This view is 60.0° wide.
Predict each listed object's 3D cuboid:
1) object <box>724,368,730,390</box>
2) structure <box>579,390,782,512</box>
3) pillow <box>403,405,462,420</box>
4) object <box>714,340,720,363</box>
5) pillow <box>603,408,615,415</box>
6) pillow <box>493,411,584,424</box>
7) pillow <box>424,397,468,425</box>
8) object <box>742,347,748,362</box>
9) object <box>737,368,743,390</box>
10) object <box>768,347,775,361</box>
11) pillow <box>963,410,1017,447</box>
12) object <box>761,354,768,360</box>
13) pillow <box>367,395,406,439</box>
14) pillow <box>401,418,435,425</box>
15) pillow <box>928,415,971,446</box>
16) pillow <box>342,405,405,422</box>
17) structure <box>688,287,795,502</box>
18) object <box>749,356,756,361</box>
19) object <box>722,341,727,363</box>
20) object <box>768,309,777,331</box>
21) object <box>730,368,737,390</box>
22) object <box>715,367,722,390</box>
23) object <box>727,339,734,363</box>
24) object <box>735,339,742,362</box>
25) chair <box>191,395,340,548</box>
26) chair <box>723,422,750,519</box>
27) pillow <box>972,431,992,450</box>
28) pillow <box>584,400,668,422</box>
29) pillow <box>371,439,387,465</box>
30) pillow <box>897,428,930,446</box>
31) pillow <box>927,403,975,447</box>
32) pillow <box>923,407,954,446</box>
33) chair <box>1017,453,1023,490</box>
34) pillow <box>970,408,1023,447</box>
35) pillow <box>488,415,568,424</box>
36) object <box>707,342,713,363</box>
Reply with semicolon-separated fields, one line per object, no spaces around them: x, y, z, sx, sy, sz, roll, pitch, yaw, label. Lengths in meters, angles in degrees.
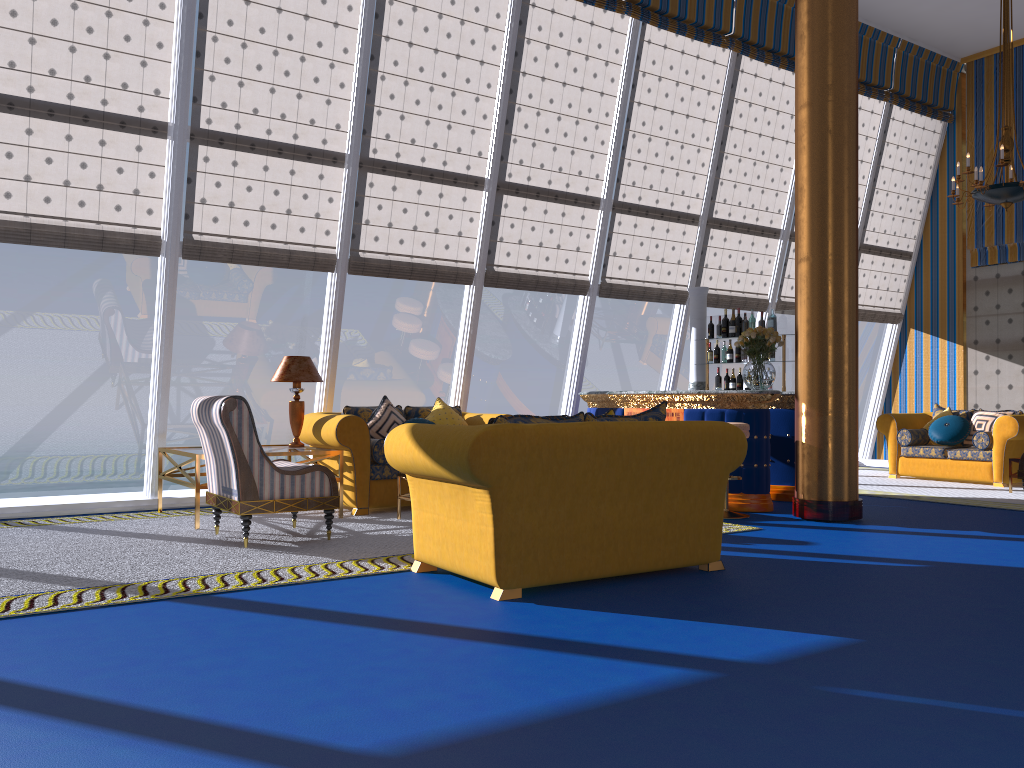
2.230;-0.039;9.190;0.066;0.244;0.065;1;-1;-30;object
1.532;0.600;8.518;0.778;1.065;2.287;1;-1;-45;structure
-0.759;0.475;8.415;0.617;0.546;0.244;1;-1;-37;pillow
2.141;-0.338;9.256;0.065;0.244;0.066;0;-1;37;object
0.492;0.385;5.177;0.617;0.491;0.230;1;-1;-29;pillow
0.128;0.450;4.732;0.619;0.610;0.336;1;-1;-29;pillow
-0.619;0.413;8.213;0.579;0.583;0.328;0;-1;-14;pillow
2.360;-0.341;8.997;0.056;0.239;0.057;0;-1;30;object
2.328;-0.045;9.054;0.065;0.244;0.066;0;-1;37;object
2.572;-0.344;8.785;0.072;0.244;0.071;0;-1;-14;object
5.701;0.539;10.617;0.331;0.456;0.516;1;-1;-35;pillow
2.524;-0.343;8.849;0.068;0.244;0.069;0;-1;37;object
-1.072;0.409;7.905;0.698;0.619;0.278;1;-1;-37;pillow
-0.795;0.502;7.888;0.477;0.404;0.317;1;-1;-21;pillow
5.327;0.565;10.808;0.457;0.367;0.393;0;-1;16;pillow
-1.264;0.465;8.069;0.614;0.549;0.244;1;-1;-37;pillow
2.332;0.053;9.281;0.777;2.196;2.287;1;-1;-43;structure
2.427;-0.337;8.954;0.071;0.232;0.072;0;-1;35;object
2.201;-0.332;9.192;0.058;0.230;0.059;0;-1;15;object
2.588;-0.616;8.819;0.091;0.259;0.093;0;-1;39;object
2.276;-0.040;9.125;0.068;0.244;0.069;0;-1;37;object
2.152;-0.055;9.242;0.070;0.242;0.072;0;-1;38;object
2.247;-0.337;9.129;0.068;0.244;0.069;0;-1;37;object
2.314;-0.342;9.059;0.065;0.244;0.066;0;-1;37;object
-1.695;0.565;6.042;0.792;0.966;0.786;1;-1;-34;chair
1.794;0.714;7.448;0.395;0.782;0.402;0;-1;26;chair
5.567;0.652;10.325;0.376;0.219;0.213;1;-1;-30;pillow
0.618;0.428;5.075;0.606;0.672;0.351;1;-1;-26;pillow
-1.188;0.571;7.596;0.176;0.219;0.369;1;-1;-34;pillow
5.048;0.669;11.154;0.381;0.219;0.213;1;-1;-30;pillow
5.530;0.578;11.220;0.357;0.672;0.596;1;-1;-26;pillow
5.426;0.530;11.093;0.234;0.491;0.605;1;-1;-29;pillow
5.403;0.640;8.427;0.802;0.966;0.776;1;-1;-34;chair
5.863;0.600;10.738;0.343;0.610;0.608;1;-1;-29;pillow
0.011;0.396;4.891;0.527;0.456;0.324;1;-1;-35;pillow
2.077;-0.327;9.304;0.065;0.225;0.066;0;-1;25;object
